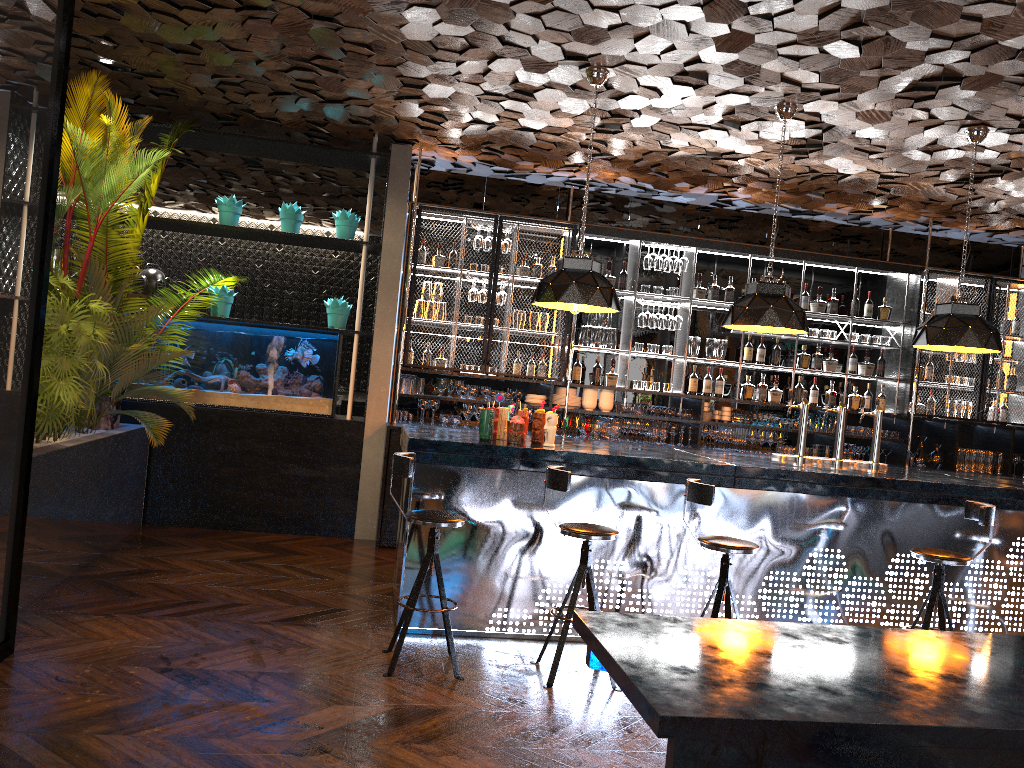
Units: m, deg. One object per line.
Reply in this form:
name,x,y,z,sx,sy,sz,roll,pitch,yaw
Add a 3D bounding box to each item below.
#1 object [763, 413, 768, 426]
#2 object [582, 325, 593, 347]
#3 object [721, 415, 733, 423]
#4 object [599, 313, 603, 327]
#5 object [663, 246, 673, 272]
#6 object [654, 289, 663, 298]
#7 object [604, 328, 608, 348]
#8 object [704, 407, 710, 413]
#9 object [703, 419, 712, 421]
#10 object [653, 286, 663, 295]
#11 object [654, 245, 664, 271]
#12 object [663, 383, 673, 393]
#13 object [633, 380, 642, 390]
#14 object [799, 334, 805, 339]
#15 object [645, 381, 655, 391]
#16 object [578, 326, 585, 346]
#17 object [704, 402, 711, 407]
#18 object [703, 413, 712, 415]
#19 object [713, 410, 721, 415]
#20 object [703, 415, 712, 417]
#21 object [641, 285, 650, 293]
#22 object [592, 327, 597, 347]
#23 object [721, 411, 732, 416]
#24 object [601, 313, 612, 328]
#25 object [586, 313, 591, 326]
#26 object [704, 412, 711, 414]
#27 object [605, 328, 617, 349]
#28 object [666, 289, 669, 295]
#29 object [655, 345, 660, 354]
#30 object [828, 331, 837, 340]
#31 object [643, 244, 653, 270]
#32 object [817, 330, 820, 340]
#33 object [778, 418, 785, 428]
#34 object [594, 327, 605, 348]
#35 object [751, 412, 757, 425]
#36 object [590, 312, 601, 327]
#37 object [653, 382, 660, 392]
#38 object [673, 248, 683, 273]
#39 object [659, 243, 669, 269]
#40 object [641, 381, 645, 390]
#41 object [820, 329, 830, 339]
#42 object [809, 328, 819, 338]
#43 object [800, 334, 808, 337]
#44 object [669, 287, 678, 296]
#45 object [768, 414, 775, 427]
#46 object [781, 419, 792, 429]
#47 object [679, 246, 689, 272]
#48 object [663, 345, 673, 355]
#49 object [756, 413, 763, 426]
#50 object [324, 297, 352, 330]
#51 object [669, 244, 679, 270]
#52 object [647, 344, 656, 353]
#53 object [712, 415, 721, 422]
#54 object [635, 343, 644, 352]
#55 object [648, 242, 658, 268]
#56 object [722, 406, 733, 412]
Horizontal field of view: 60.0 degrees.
object,2.565,0.362,8.972,0.108,0.126,0.108,5,0,-37
object,0.736,-0.461,8.604,0.105,0.209,0.105,6,0,36
object,2.098,0.347,8.698,0.106,0.067,0.094,5,0,-21
object,0.907,-0.654,8.727,0.105,0.209,0.105,6,0,36
object,1.551,-1.237,8.800,0.092,0.244,0.092,6,0,42
object,1.457,-0.905,8.817,0.089,0.092,0.089,6,0,2
object,0.937,-0.442,8.736,0.105,0.209,0.105,6,0,36
object,1.893,0.254,8.678,0.107,0.070,0.094,6,0,21
object,1.881,0.350,8.680,0.149,0.022,0.149,5,0,-40
object,1.428,-0.907,8.688,0.089,0.092,0.089,5,0,-41
object,1.454,-1.246,8.785,0.092,0.244,0.092,6,0,42
object,1.527,0.042,8.706,0.089,0.092,0.089,6,0,2
object,1.222,0.013,8.636,0.089,0.092,0.089,5,0,-37
object,2.978,-0.515,9.072,0.089,0.092,0.089,6,0,30
object,1.342,0.024,8.641,0.089,0.092,0.089,6,0,44
object,0.707,-0.464,8.718,0.105,0.209,0.105,6,0,36
object,1.887,0.209,8.676,0.094,0.069,0.106,5,0,-3
object,1.886,0.297,8.679,0.149,0.025,0.149,6,0,43
object,2.040,0.296,8.780,0.094,0.069,0.105,5,0,-32
object,1.884,0.317,8.680,0.149,0.024,0.149,5,0,-10
object,1.305,-0.919,8.692,0.089,0.092,0.089,5,0,-41
object,0.828,-0.452,8.729,0.105,0.209,0.105,6,0,36
object,2.100,0.302,8.701,0.094,0.069,0.106,6,0,32
object,0.925,-0.652,8.638,0.105,0.209,0.105,6,0,36
object,0.790,-0.666,8.721,0.105,0.209,0.105,6,0,36
object,1.886,0.285,8.679,0.149,0.026,0.148,5,0,-2
object,0.968,-0.438,8.629,0.105,0.209,0.105,6,0,36
object,1.579,-0.893,8.848,0.089,0.092,0.089,5,0,-41
object,1.417,-0.337,8.795,0.089,0.092,0.089,6,0,23
object,3.233,-0.490,8.962,0.089,0.092,0.089,6,0,35
object,1.346,-1.257,8.767,0.092,0.244,0.092,6,0,42
object,3.098,-0.503,9.052,0.089,0.092,0.089,5,0,-10
object,2.686,0.389,8.827,0.098,0.097,0.098,6,0,29
object,0.852,-0.449,8.623,0.105,0.209,0.105,6,0,36
object,2.454,0.352,8.954,0.100,0.125,0.100,6,0,4
object,0.812,-0.663,8.611,0.105,0.209,0.105,6,0,36
object,1.414,0.030,8.752,0.089,0.092,0.089,6,0,2
object,1.653,-1.227,8.816,0.092,0.244,0.092,6,0,42
object,1.479,-1.243,8.622,0.092,0.244,0.092,6,0,42
object,1.272,0.017,8.816,0.089,0.092,0.089,5,0,-37
object,3.141,-0.498,8.913,0.089,0.092,0.089,6,0,44
object,3.034,-0.509,8.921,0.089,0.092,0.089,6,0,44
object,2.929,-0.519,8.892,0.089,0.092,0.089,5,0,-37
object,1.577,-0.893,8.661,0.089,0.092,0.089,5,0,-41
object,2.585,0.364,8.851,0.108,0.126,0.108,5,0,-14
object,2.699,0.391,8.727,0.098,0.097,0.098,5,0,-30
object,1.679,-1.224,8.653,0.092,0.244,0.092,6,0,42
object,1.515,-0.327,8.635,0.089,0.092,0.089,5,0,-25
object,2.474,0.354,8.838,0.100,0.125,0.100,6,0,39
object,-1.608,-0.654,8.160,0.265,0.325,0.245,5,0,-15
object,1.577,-1.234,8.637,0.092,0.244,0.092,6,0,42
object,1.365,-0.342,8.673,0.089,0.092,0.089,5,0,-31
object,2.029,0.340,8.781,0.094,0.067,0.106,6,0,43
object,1.245,-0.353,8.699,0.089,0.092,0.089,5,0,-31
object,1.371,-1.253,8.605,0.092,0.244,0.092,6,0,42
object,2.103,0.257,8.690,0.094,0.068,0.106,5,0,-9
